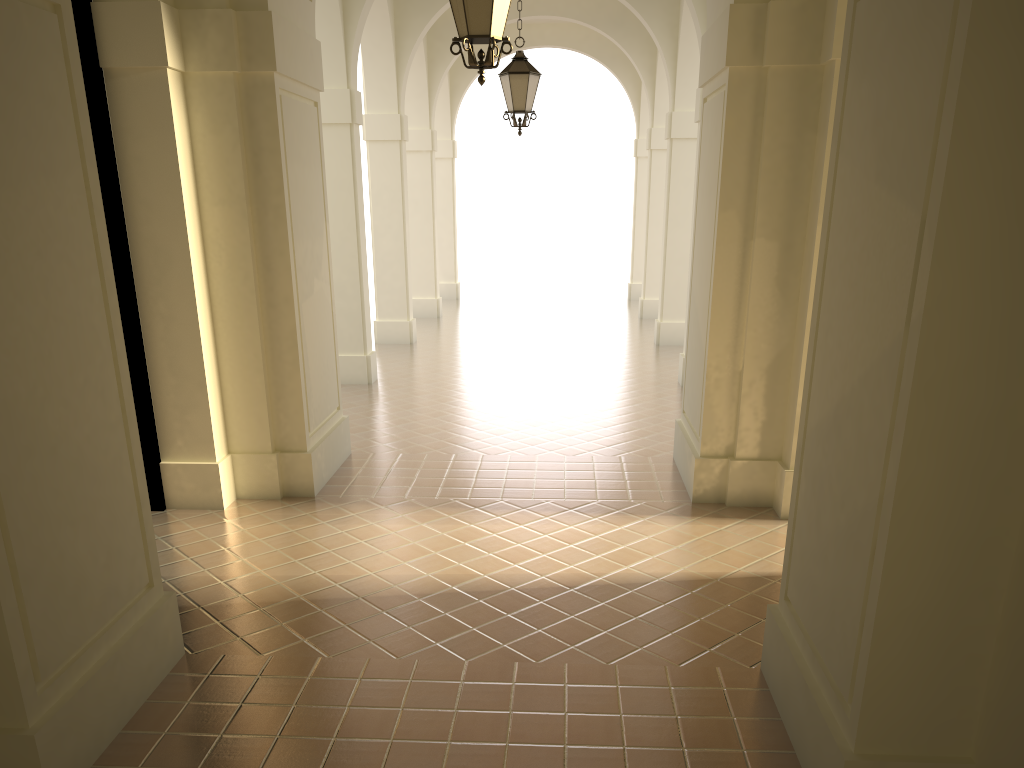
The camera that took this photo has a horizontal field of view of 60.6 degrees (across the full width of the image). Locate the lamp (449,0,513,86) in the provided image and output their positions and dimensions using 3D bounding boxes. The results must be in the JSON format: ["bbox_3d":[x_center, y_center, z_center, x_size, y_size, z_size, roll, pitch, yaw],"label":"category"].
[{"bbox_3d":[-0.198,-3.529,4.974,0.438,3.480,0.490,-10,21,-25],"label":"lamp"}]

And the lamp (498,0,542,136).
[{"bbox_3d":[0.087,-4.543,9.697,0.510,3.480,0.420,1,19,3],"label":"lamp"}]
